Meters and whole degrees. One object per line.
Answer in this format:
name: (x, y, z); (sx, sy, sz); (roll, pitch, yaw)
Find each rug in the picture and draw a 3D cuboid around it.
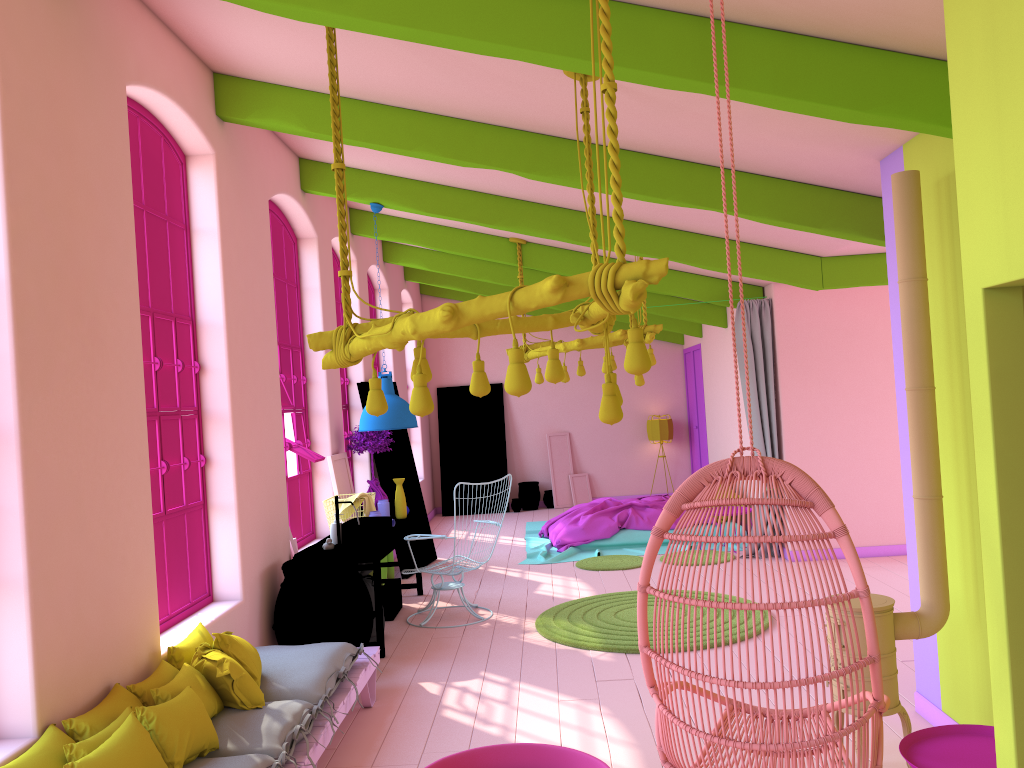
rug: (1.110, 1.980, 9.826); (0.792, 0.021, 0.793); (-3, -1, -16)
rug: (1.143, 1.916, 7.281); (1.888, 0.050, 1.889); (-4, -1, -11)
rug: (2.043, 1.919, 9.795); (0.793, 0.021, 0.792); (-4, -1, 29)

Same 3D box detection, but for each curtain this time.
curtain: (2.686, 0.487, 9.567); (0.518, 2.785, 0.525); (-4, -1, -17)

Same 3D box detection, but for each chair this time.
chair: (0.861, 0.018, 3.292); (0.860, 3.129, 0.806); (-4, -1, 22)
chair: (-0.524, 1.443, 7.798); (0.925, 1.238, 1.078); (-4, -1, 37)

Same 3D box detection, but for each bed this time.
bed: (1.499, 1.756, 11.826); (2.802, 0.514, 3.577); (-4, -1, 2)

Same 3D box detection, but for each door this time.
door: (-0.672, 1.119, 15.229); (1.153, 2.210, 0.450); (-4, -1, 2)
door: (-1.318, 1.061, 10.329); (0.450, 2.210, 1.153); (-4, -1, 12)
door: (3.029, 0.679, 14.491); (0.108, 2.590, 1.677); (-4, -1, 2)

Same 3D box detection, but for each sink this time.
sink: (-1.160, 1.185, 7.136); (0.340, 0.194, 0.609); (-4, -1, 2)

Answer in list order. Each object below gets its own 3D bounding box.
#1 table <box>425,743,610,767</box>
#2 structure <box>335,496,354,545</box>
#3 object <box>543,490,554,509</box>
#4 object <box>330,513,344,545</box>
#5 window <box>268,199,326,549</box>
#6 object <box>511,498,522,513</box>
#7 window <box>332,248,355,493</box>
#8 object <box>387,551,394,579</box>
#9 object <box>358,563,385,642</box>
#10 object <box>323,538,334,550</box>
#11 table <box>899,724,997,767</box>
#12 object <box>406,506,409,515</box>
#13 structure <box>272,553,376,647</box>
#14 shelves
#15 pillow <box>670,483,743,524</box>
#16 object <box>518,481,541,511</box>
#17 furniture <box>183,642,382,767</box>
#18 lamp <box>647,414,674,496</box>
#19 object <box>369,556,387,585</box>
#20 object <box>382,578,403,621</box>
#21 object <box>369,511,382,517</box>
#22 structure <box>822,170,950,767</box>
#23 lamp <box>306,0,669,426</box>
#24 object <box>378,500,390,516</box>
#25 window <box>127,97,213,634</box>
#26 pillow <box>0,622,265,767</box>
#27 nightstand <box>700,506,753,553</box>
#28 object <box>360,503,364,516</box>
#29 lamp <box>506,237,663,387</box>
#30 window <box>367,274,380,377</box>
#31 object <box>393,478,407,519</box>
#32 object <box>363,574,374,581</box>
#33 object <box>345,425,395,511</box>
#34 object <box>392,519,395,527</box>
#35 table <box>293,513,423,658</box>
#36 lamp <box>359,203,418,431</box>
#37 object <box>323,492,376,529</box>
table: (-0.004, 1.798, 3.663); (0.886, 0.285, 0.885); (-4, -1, 28)
structure: (-1.352, 1.098, 7.118); (0.166, 0.396, 0.087); (-4, -1, 11)
object: (0.658, 1.982, 15.237); (0.260, 0.306, 0.260); (-4, -1, 34)
object: (-1.361, 1.179, 7.376); (0.165, 0.250, 0.410); (-4, -1, 37)
window: (-1.966, -0.065, 7.558); (0.492, 3.003, 1.497); (-4, -1, 2)
object: (0.077, 2.050, 14.963); (0.199, 0.234, 0.199); (-3, -1, -31)
window: (-1.896, -0.039, 9.476); (0.072, 3.047, 1.275); (-4, -1, 2)
object: (-1.358, 1.918, 9.584); (0.137, 0.462, 0.284); (-4, -1, -13)
object: (-0.278, 1.166, 3.499); (2.827, 1.580, 7.865); (-4, -1, 3)
object: (-1.427, 1.241, 6.902); (0.088, 0.088, 0.086); (-4, -1, 19)
table: (1.758, 1.586, 3.251); (0.596, 0.458, 0.596); (-4, -1, 39)
object: (-1.081, 1.187, 8.720); (0.132, 0.219, 0.132); (-4, -1, 19)
structure: (-1.329, 1.660, 6.277); (0.718, 0.844, 0.718); (-3, -1, -31)
shelves: (3.072, 0.222, 4.794); (1.841, 3.104, 0.384); (-4, -1, 2)
pillow: (2.584, 1.526, 12.048); (0.848, 0.822, 2.618); (-4, -1, -8)
object: (0.297, 1.916, 15.176); (0.386, 0.471, 0.386); (-4, -1, 44)
furniture: (-1.290, 1.778, 3.994); (0.907, 0.507, 3.776); (-4, -1, 2)
lamp: (2.570, 1.252, 15.043); (0.491, 1.466, 0.476); (-4, -1, 32)
object: (-1.451, 1.783, 9.260); (0.218, 0.733, 0.451); (-4, -1, 2)
object: (-1.270, 1.975, 8.105); (0.446, 0.277, 0.521); (-4, -1, 2)
object: (-1.174, 1.196, 7.633); (0.109, 0.197, 0.109); (-4, -1, -6)
structure: (1.687, 0.430, 4.101); (0.577, 2.814, 0.403); (-4, -1, 19)
lamp: (-0.036, -0.931, 3.719); (1.610, 2.264, 1.776); (-4, -1, -16)
object: (-1.222, 1.206, 8.456); (0.109, 0.197, 0.109); (-4, -1, 39)
window: (-2.046, -0.119, 5.099); (0.072, 3.047, 1.275); (-4, -1, 2)
pillow: (-1.485, 1.424, 3.921); (0.578, 0.399, 1.997); (-4, -1, 2)
nightstand: (2.494, 1.680, 10.248); (0.596, 0.458, 0.596); (-4, -1, 39)
object: (-1.690, 1.326, 9.548); (0.223, 0.272, 0.223); (-4, -1, -11)
lamp: (0.881, -1.076, 9.234); (1.610, 2.264, 1.776); (-4, -1, -16)
window: (-1.842, 0.006, 11.383); (0.214, 3.009, 1.514); (-4, -1, 2)
object: (-1.074, 1.101, 8.522); (0.116, 0.383, 0.116); (-3, -1, -24)
object: (-1.313, 1.881, 7.962); (0.300, 0.448, 0.672); (-3, -1, -23)
object: (-1.357, 0.842, 8.588); (0.441, 0.950, 0.503); (-3, -1, -38)
object: (-1.139, 1.266, 8.076); (0.137, 0.076, 0.076); (-4, -1, 22)
table: (-1.275, 1.697, 7.785); (0.655, 0.820, 2.193); (-4, -1, 2)
lamp: (-1.153, -0.599, 7.827); (0.529, 2.002, 0.528); (-4, -1, 33)
object: (-1.388, 1.131, 7.818); (0.444, 0.369, 0.633); (-4, -1, 2)
